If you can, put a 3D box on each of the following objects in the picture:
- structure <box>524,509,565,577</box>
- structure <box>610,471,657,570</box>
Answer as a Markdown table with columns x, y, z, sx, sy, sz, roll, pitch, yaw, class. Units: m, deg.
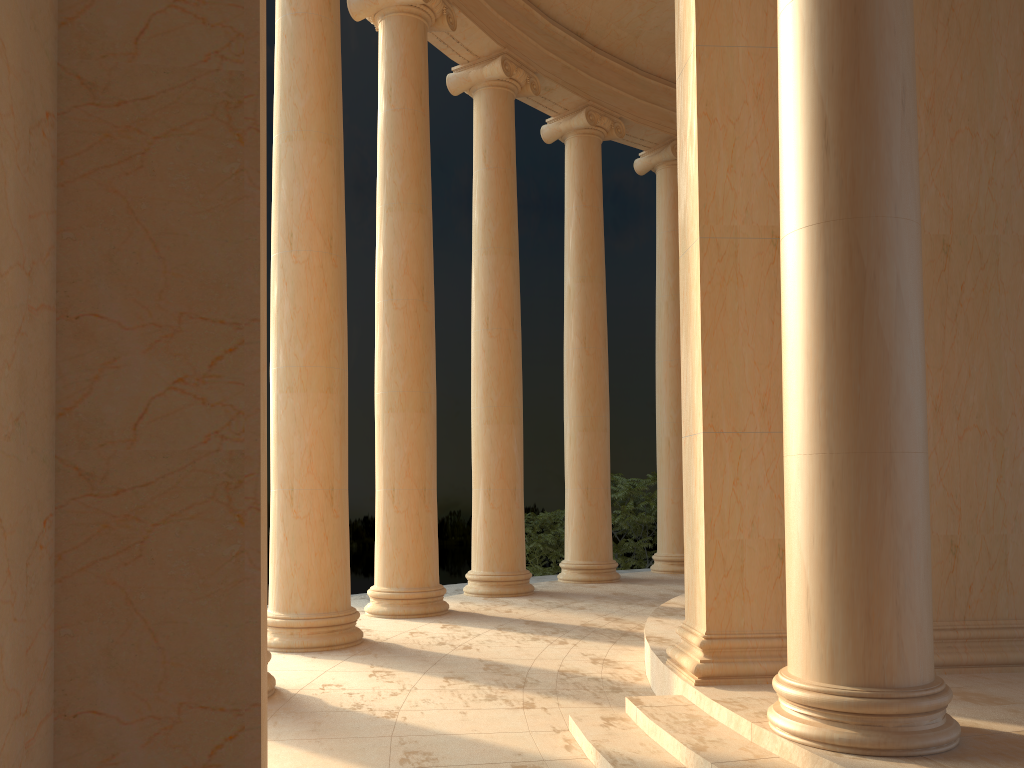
| x | y | z | sx | sy | sz | roll | pitch | yaw | class |
| --- | --- | --- | --- | --- | --- | --- | --- | --- | --- |
| 45.514 | 310.439 | 1522.552 | 149.248 | 187.719 | 156.259 | -1 | -4 | 8 | structure |
| 234.119 | 305.928 | 1608.816 | 247.139 | 298.525 | 238.594 | 0 | -4 | -2 | structure |
